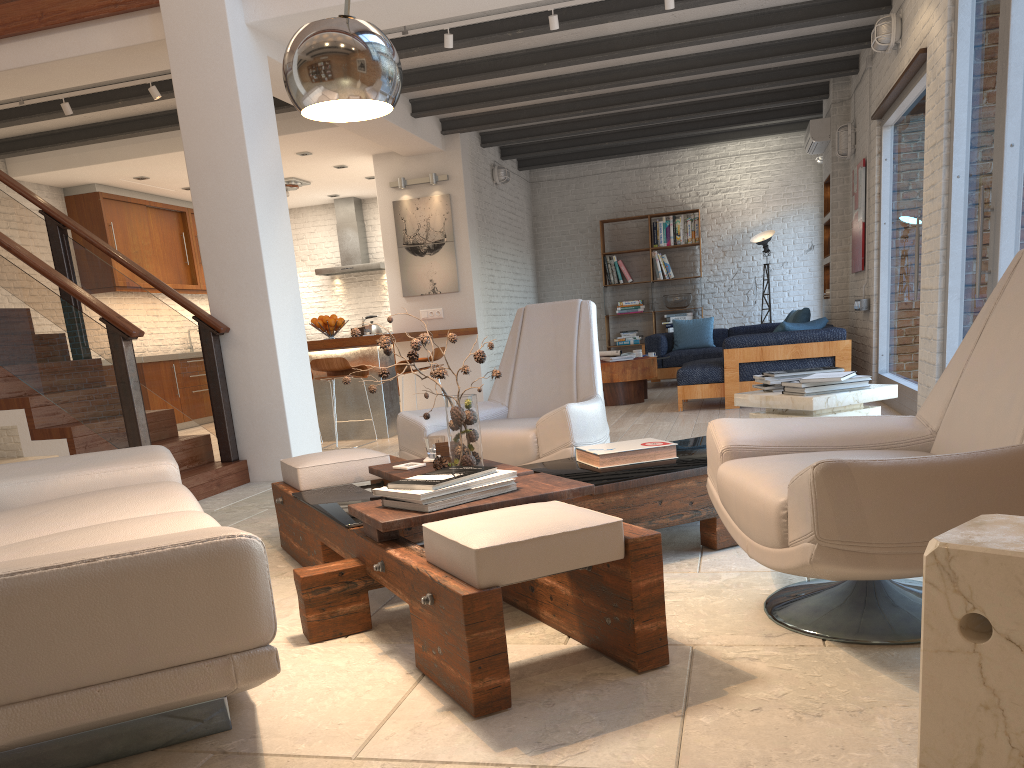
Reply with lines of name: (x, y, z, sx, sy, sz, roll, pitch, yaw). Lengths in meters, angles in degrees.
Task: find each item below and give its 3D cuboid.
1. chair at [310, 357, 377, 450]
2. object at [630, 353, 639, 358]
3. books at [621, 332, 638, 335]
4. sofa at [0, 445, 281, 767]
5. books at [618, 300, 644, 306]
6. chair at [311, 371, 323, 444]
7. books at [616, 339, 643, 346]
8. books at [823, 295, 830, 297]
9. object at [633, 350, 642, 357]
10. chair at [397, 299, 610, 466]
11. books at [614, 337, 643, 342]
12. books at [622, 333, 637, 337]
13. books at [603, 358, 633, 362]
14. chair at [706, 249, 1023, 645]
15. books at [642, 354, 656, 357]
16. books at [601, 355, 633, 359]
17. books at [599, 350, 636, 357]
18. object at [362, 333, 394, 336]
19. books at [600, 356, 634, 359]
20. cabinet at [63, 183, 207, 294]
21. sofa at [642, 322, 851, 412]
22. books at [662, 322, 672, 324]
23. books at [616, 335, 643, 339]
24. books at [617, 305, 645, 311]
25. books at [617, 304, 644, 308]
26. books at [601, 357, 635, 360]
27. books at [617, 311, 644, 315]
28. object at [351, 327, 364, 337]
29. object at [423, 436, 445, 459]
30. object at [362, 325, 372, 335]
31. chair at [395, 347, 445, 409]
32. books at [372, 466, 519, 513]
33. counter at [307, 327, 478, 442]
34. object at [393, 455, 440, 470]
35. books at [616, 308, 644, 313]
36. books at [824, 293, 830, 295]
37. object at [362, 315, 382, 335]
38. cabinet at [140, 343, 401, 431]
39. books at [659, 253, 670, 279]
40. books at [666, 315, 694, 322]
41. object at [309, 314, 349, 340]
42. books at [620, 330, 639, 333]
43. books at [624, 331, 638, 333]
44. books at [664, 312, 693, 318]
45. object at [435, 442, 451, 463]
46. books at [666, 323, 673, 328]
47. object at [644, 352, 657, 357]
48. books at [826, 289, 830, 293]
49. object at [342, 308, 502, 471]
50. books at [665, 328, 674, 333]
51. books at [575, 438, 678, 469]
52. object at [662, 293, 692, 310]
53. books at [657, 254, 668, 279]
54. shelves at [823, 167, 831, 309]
chair: (-1.486, 0.155, 7.598, 0.405, 0.800, 0.407, -2, 12, 14)
object: (1.314, -0.310, 9.520, 0.146, 0.057, 0.170, -5, 5, 4)
books: (1.650, -0.715, 12.287, 0.237, 0.019, 0.166, -5, 4, 8)
sofa: (-1.504, 0.486, 2.634, 1.131, 0.779, 2.290, -8, 6, -26)
books: (1.662, -1.128, 12.155, 0.327, 0.057, 0.247, -4, 4, 17)
chair: (-2.007, 0.192, 7.734, 0.405, 0.800, 0.407, -2, 12, 14)
books: (1.665, -0.587, 12.287, 0.327, 0.057, 0.247, -3, 5, 25)
books: (3.530, -0.973, 9.617, 0.162, 0.017, 0.245, -3, 4, 25)
object: (1.410, -0.328, 9.799, 0.108, 0.111, 0.105, 0, 10, 30)
chair: (0.071, 0.105, 4.470, 1.025, 1.049, 0.943, 0, 11, 31)
books: (1.644, -0.633, 12.289, 0.380, 0.037, 0.237, -4, 4, 15)
books: (1.656, -0.688, 12.285, 0.206, 0.035, 0.128, -4, 5, 15)
books: (1.128, -0.259, 9.275, 0.252, 0.011, 0.310, -5, 4, -6)
chair: (1.124, 0.146, 2.426, 0.983, 1.031, 0.995, -5, 9, -1)
books: (1.566, -0.334, 10.354, 0.229, 0.023, 0.160, -7, 4, -27)
books: (1.114, -0.290, 9.259, 0.251, 0.011, 0.311, -6, 4, -11)
books: (1.120, -0.309, 9.333, 0.267, 0.112, 0.320, -10, 7, -43)
object: (-1.282, -0.452, 7.867, 0.396, 0.036, 0.192, -4, 4, 18)
books: (1.117, -0.280, 9.269, 0.251, 0.011, 0.311, -6, 4, -16)
cabinet: (-4.339, -1.752, 11.363, 0.463, 1.196, 3.241, -2, 6, 15)
sofa: (2.395, -0.266, 9.638, 2.083, 0.680, 3.831, -4, 4, 15)
books: (2.309, -0.857, 12.054, 0.445, 0.021, 0.264, -4, 4, 15)
books: (1.654, -0.660, 12.269, 0.380, 0.019, 0.237, -5, 4, 7)
books: (1.658, -1.059, 12.156, 0.380, 0.037, 0.237, -4, 4, 8)
books: (1.658, -1.089, 12.168, 0.356, 0.021, 0.264, -4, 4, 13)
books: (1.129, -0.271, 9.287, 0.251, 0.011, 0.311, -6, 4, -16)
books: (1.665, -0.994, 12.185, 0.356, 0.021, 0.264, -4, 4, 15)
object: (-1.399, -0.470, 7.934, 0.092, 0.085, 0.113, -10, 9, -30)
object: (-0.311, 0.257, 3.534, 0.090, 0.087, 0.089, -9, 9, -26)
object: (-1.298, -0.485, 7.828, 0.091, 0.087, 0.088, 0, 10, 29)
chair: (-0.770, 0.069, 7.948, 0.423, 0.800, 0.389, -2, 12, 14)
books: (-0.194, 0.318, 2.705, 0.392, 0.077, 0.248, -9, 6, -43)
counter: (-1.457, -0.002, 8.769, 1.689, 0.948, 2.421, -3, 5, 15)
object: (-0.344, 0.302, 3.469, 0.270, 0.036, 0.243, -6, 4, -13)
books: (1.652, -1.022, 12.174, 0.380, 0.037, 0.237, -4, 4, 10)
books: (3.532, -0.999, 9.597, 0.171, 0.019, 0.229, -4, 4, 17)
object: (-1.974, -0.829, 12.309, 0.262, 0.284, 0.255, 2, 11, 36)
cabinet: (-2.967, -1.032, 11.591, 4.739, 2.926, 2.215, -7, 10, -20)
books: (2.093, -1.605, 11.935, 0.125, 0.360, 0.262, -2, 11, 14)
books: (2.318, -0.902, 12.059, 0.380, 0.066, 0.237, -4, 4, 9)
object: (-1.670, -0.522, 7.992, 0.363, 0.229, 0.356, -7, 7, -20)
books: (1.651, -0.740, 12.259, 0.252, 0.017, 0.157, -4, 4, 15)
books: (1.653, -0.729, 12.275, 0.243, 0.008, 0.151, -4, 4, 15)
books: (2.308, -0.953, 12.044, 0.380, 0.037, 0.237, -4, 4, 15)
object: (-0.242, 0.273, 3.411, 0.093, 0.084, 0.112, -7, 8, -13)
books: (2.293, -0.816, 12.056, 0.327, 0.057, 0.247, -4, 4, 10)
object: (1.585, -0.326, 9.946, 0.155, 0.059, 0.262, -4, 4, 7)
books: (3.533, -1.026, 9.596, 0.132, 0.035, 0.200, -3, 4, 25)
object: (-0.322, 0.031, 3.104, 0.539, 0.627, 0.307, -7, 12, -14)
books: (2.327, -0.758, 12.075, 0.380, 0.066, 0.237, -5, 4, 2)
books: (0.445, 0.268, 3.415, 0.325, 0.058, 0.249, -6, 4, -15)
object: (2.281, -1.132, 12.018, 0.394, 0.208, 0.398, -9, 7, -34)
books: (2.070, -1.603, 11.932, 0.125, 0.360, 0.262, -2, 11, 14)
shelves: (3.524, -1.558, 9.481, 0.192, 1.473, 0.740, -1, 12, 14)
